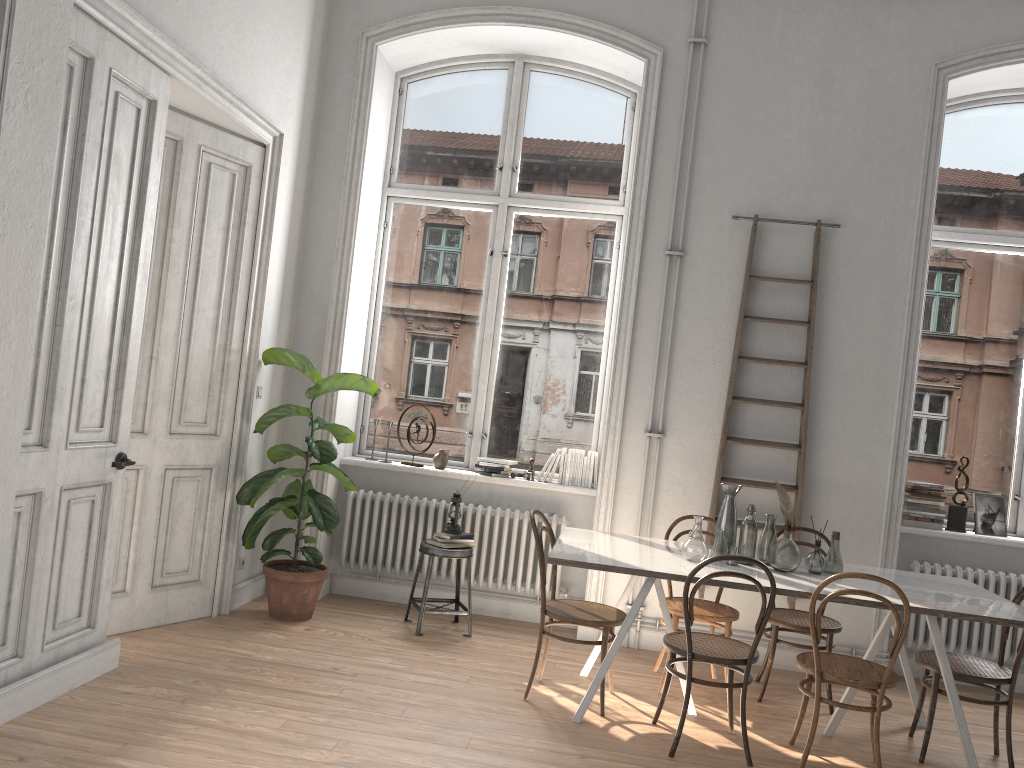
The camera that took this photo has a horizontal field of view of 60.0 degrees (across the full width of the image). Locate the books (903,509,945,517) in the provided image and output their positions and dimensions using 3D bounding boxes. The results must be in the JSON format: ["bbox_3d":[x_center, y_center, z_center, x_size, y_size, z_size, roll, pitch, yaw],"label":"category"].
[{"bbox_3d":[2.650,0.829,5.758,0.255,0.014,0.193,6,-1,11],"label":"books"}]

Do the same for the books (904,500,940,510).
[{"bbox_3d":[2.659,0.784,5.755,0.205,0.022,0.155,6,-1,22],"label":"books"}]

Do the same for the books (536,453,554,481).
[{"bbox_3d":[0.232,0.571,6.091,0.105,0.194,0.155,6,-1,7],"label":"books"}]

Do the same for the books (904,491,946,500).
[{"bbox_3d":[2.661,0.718,5.757,0.243,0.019,0.174,6,-1,8],"label":"books"}]

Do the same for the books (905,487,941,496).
[{"bbox_3d":[2.655,0.696,5.758,0.231,0.023,0.162,6,-1,23],"label":"books"}]

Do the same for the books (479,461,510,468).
[{"bbox_3d":[-0.123,0.554,6.106,0.205,0.020,0.155,6,-1,-2],"label":"books"}]

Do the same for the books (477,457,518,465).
[{"bbox_3d":[-0.098,0.531,6.124,0.243,0.019,0.174,6,-1,18],"label":"books"}]

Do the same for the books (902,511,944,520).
[{"bbox_3d":[2.636,0.846,5.744,0.249,0.023,0.175,6,-1,8],"label":"books"}]

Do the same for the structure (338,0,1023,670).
[{"bbox_3d":[1.585,-0.486,5.693,5.181,4.473,0.340,6,-1,8],"label":"structure"}]

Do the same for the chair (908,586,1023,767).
[{"bbox_3d":[2.234,1.348,4.265,0.549,0.920,0.438,6,-1,20],"label":"chair"}]

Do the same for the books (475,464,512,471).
[{"bbox_3d":[-0.126,0.574,6.118,0.221,0.023,0.147,6,-1,23],"label":"books"}]

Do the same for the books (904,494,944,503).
[{"bbox_3d":[2.664,0.739,5.755,0.205,0.022,0.155,6,-1,3],"label":"books"}]

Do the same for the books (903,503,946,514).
[{"bbox_3d":[2.652,0.808,5.760,0.245,0.028,0.193,6,-1,3],"label":"books"}]

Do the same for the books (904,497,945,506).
[{"bbox_3d":[2.665,0.761,5.760,0.222,0.024,0.158,6,-1,8],"label":"books"}]

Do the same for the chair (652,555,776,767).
[{"bbox_3d":[0.918,1.196,4.049,0.438,0.920,0.549,6,-1,3],"label":"chair"}]

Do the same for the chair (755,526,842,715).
[{"bbox_3d":[1.621,1.293,4.983,0.437,0.920,0.549,6,-1,15],"label":"chair"}]

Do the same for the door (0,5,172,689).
[{"bbox_3d":[-1.874,-0.081,3.662,0.216,2.814,1.097,6,-1,9],"label":"door"}]

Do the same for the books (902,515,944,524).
[{"bbox_3d":[2.634,0.869,5.744,0.249,0.023,0.175,6,-1,3],"label":"books"}]

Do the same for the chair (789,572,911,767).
[{"bbox_3d":[1.490,1.258,3.937,0.437,0.920,0.549,6,-1,19],"label":"chair"}]

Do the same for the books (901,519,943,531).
[{"bbox_3d":[2.628,0.901,5.745,0.248,0.043,0.192,6,-1,8],"label":"books"}]

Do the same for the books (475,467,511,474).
[{"bbox_3d":[-0.130,0.596,6.120,0.205,0.022,0.155,6,-1,28],"label":"books"}]

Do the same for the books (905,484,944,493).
[{"bbox_3d":[2.671,0.675,5.756,0.205,0.020,0.155,6,-1,8],"label":"books"}]

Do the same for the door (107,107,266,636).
[{"bbox_3d":[-1.889,-0.061,4.836,0.216,2.814,1.097,6,-1,32],"label":"door"}]

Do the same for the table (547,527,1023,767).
[{"bbox_3d":[1.274,1.313,4.437,2.200,0.779,1.100,6,-1,8],"label":"table"}]

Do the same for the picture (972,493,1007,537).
[{"bbox_3d":[3.073,0.848,5.746,0.221,0.264,0.149,7,-1,-9],"label":"picture"}]

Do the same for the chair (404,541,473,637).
[{"bbox_3d":[-0.436,1.270,5.554,0.364,0.522,0.360,7,-1,-19],"label":"chair"}]

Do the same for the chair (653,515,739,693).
[{"bbox_3d":[1.046,1.228,4.980,0.438,0.920,0.549,6,-1,6],"label":"chair"}]

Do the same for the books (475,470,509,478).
[{"bbox_3d":[-0.138,0.618,6.124,0.147,0.023,0.221,7,-1,-34],"label":"books"}]

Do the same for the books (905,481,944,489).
[{"bbox_3d":[2.669,0.654,5.767,0.201,0.024,0.159,6,-1,-2],"label":"books"}]

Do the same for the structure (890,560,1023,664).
[{"bbox_3d":[3.215,1.460,5.507,1.577,0.552,0.194,6,-1,8],"label":"structure"}]

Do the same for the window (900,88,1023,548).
[{"bbox_3d":[10.573,-3.984,8.045,14.383,15.934,26.404,6,-1,8],"label":"window"}]

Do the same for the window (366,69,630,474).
[{"bbox_3d":[-0.104,-0.841,6.332,1.622,2.843,0.013,6,-1,8],"label":"window"}]

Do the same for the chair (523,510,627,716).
[{"bbox_3d":[0.317,1.138,4.542,0.549,0.920,0.438,6,-1,16],"label":"chair"}]
